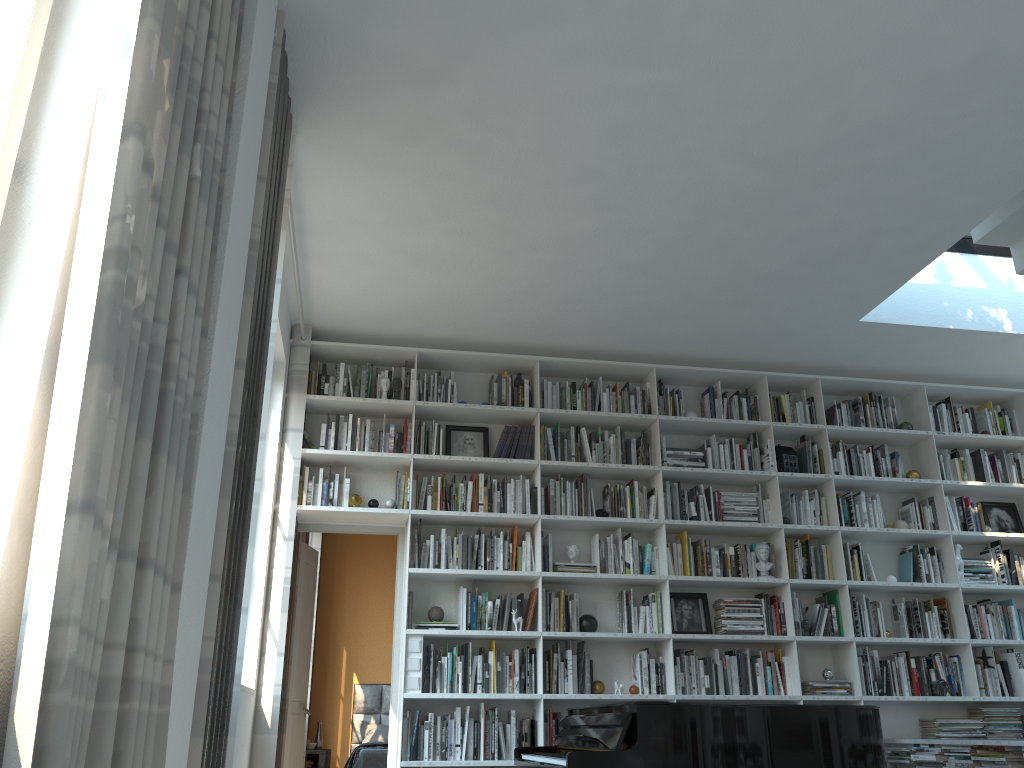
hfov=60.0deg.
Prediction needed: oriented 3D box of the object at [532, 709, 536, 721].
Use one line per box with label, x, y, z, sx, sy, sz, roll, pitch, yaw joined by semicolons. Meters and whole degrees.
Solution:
object;0.132;2.170;5.494;0.017;0.289;0.089;3;-21;-9

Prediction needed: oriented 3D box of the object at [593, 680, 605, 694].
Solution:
object;0.544;1.928;5.625;0.091;0.091;0.091;13;-24;-30

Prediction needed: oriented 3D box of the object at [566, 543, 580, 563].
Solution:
object;0.405;1.131;5.913;0.095;0.156;0.121;-1;-21;4

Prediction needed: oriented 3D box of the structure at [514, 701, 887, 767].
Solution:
structure;1.068;2.052;4.466;1.918;0.829;1.340;4;-22;-9

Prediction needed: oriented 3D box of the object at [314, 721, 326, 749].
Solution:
object;-1.988;3.624;9.149;0.091;0.267;0.091;-15;-25;33

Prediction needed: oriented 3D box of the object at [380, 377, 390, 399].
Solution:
object;-0.852;0.045;5.936;0.067;0.197;0.068;-13;-24;30

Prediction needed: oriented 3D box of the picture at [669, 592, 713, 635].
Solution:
picture;1.182;1.550;5.954;0.300;0.298;0.078;4;-21;-9

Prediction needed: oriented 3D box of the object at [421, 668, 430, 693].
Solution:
object;-0.521;1.789;5.338;0.045;0.146;0.045;-11;-23;27

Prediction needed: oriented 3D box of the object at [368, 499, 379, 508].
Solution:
object;-0.904;0.785;5.784;0.071;0.072;0.072;13;-24;-30

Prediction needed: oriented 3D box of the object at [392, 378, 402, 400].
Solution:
object;-0.772;0.050;5.949;0.067;0.197;0.068;-13;-24;30

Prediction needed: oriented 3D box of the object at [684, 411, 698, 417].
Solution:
object;1.281;0.248;6.365;0.105;0.105;0.105;13;-24;-30

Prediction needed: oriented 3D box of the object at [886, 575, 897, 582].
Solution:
object;2.645;1.370;6.180;0.071;0.072;0.072;-16;-26;36

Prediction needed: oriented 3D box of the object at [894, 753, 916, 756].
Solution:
object;2.604;2.409;5.770;0.135;0.011;0.222;2;-21;-5

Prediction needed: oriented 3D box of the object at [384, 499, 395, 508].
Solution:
object;-0.797;0.784;5.783;0.071;0.072;0.072;13;-24;-30

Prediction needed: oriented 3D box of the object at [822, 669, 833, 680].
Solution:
object;2.070;1.905;5.817;0.071;0.072;0.072;-16;-26;36

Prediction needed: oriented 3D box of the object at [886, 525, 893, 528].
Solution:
object;2.688;1.040;6.338;0.068;0.068;0.068;13;-24;-30

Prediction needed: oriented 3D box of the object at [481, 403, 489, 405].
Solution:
object;-0.187;0.170;6.133;0.083;0.083;0.083;13;-24;-30

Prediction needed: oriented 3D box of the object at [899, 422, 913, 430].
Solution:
object;2.923;0.332;6.582;0.104;0.105;0.104;-16;-26;36

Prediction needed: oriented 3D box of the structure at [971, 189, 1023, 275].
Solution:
structure;3.739;0.476;4.816;2.614;3.368;1.962;4;-21;-9

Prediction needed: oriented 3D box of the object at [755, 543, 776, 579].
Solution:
object;1.693;1.201;5.976;0.137;0.243;0.138;19;-28;-41

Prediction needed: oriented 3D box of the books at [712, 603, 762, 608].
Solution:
books;1.515;1.499;5.980;0.285;0.012;0.160;3;-22;-7

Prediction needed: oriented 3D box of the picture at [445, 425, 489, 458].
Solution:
picture;-0.309;0.427;6.103;0.300;0.298;0.078;4;-21;-9

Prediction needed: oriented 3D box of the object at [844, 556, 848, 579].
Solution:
object;2.294;1.305;6.197;0.013;0.207;0.140;3;-21;-9

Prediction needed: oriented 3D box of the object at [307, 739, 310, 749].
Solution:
object;-2.128;3.697;9.113;0.106;0.103;0.106;1;-21;-2

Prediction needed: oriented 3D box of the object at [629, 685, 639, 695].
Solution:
object;0.772;1.940;5.616;0.061;0.062;0.061;-16;-26;36

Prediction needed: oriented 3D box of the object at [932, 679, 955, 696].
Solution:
object;2.843;2.004;5.848;0.160;0.113;0.065;8;-23;-21

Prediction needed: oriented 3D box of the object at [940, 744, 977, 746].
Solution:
object;2.694;2.134;5.242;0.159;0.007;0.286;5;-22;-12

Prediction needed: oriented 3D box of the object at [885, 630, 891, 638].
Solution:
object;2.554;1.720;6.068;0.071;0.072;0.072;-16;-26;36

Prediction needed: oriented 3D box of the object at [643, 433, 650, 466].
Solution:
object;0.930;0.462;6.112;0.075;0.253;0.075;12;-24;-29

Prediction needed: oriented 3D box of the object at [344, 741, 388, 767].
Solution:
object;-0.891;3.512;8.367;1.481;0.538;1.456;4;-22;-10

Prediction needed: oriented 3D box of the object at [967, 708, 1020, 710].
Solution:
object;3.273;2.209;6.030;0.285;0.005;0.160;2;-21;-5

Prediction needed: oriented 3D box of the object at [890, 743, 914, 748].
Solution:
object;2.609;2.360;5.789;0.131;0.024;0.291;3;-22;-7

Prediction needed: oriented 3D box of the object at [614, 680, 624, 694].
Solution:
object;0.673;1.911;5.583;0.060;0.094;0.078;-3;-21;6

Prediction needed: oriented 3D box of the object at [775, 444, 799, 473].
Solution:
object;1.954;0.553;6.340;0.135;0.247;0.136;7;-22;-18

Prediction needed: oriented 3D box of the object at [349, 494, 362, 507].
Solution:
object;-1.010;0.753;5.724;0.087;0.087;0.087;-16;-26;36

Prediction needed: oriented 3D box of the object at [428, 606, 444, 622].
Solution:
object;-0.480;1.458;5.602;0.105;0.106;0.105;13;-24;-30

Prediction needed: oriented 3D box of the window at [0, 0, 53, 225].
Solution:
window;-17.800;-5.431;9.470;32.805;18.462;18.608;2;-21;-6

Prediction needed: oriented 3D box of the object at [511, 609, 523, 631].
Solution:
object;0.031;1.478;5.538;0.082;0.139;0.044;10;-23;-24

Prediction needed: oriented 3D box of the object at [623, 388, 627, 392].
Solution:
object;0.803;0.168;6.356;0.010;0.245;0.158;3;-21;-9

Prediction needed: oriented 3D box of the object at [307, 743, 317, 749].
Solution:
object;-2.046;3.680;9.009;0.118;0.061;0.119;1;-21;-2

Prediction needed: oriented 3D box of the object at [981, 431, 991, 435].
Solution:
object;3.568;0.387;6.680;0.071;0.072;0.072;-16;-26;36

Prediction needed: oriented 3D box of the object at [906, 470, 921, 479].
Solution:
object;2.922;0.677;6.457;0.101;0.101;0.101;13;-24;-30

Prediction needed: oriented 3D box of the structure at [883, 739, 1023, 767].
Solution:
structure;3.540;2.182;4.546;2.899;0.656;3.125;4;-22;-9

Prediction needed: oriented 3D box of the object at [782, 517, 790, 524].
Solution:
object;1.889;0.957;6.143;0.071;0.072;0.072;-16;-26;36

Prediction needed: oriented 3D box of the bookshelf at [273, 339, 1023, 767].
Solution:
bookshelf;1.603;1.420;5.958;6.297;3.129;0.331;4;-21;-9

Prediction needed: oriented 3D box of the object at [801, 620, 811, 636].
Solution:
object;1.938;1.609;5.840;0.054;0.113;0.079;4;-21;-10

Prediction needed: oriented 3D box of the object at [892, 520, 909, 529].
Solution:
object;2.797;1.036;6.386;0.112;0.112;0.112;13;-24;-30

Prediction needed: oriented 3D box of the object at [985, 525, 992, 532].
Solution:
object;3.450;1.076;6.462;0.091;0.092;0.092;-16;-26;36

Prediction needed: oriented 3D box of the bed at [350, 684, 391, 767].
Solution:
bed;-0.646;3.444;8.493;1.770;1.175;2.183;4;-22;-9

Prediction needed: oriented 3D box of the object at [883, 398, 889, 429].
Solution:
object;2.793;0.270;6.688;0.006;0.296;0.130;3;-21;-9

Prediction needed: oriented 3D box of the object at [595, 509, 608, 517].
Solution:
object;0.602;0.893;5.997;0.097;0.098;0.097;-16;-26;36

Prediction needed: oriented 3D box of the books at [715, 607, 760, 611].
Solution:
books;1.516;1.521;5.970;0.254;0.012;0.161;5;-22;-12

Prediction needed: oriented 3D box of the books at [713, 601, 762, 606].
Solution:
books;1.516;1.485;5.978;0.285;0.012;0.160;5;-22;-14

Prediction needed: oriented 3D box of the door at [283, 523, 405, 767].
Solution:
door;-1.191;1.996;5.889;0.834;1.972;0.789;4;-21;-9

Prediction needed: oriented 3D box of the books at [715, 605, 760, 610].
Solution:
books;1.516;1.508;5.972;0.254;0.012;0.161;5;-22;-13

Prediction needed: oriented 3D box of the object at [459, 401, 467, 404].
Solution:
object;-0.341;0.160;6.108;0.083;0.083;0.083;13;-24;-30

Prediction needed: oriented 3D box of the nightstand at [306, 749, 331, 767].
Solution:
nightstand;-2.174;3.970;8.959;0.650;0.516;0.432;3;-21;-7

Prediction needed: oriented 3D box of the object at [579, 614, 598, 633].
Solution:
object;0.490;1.560;5.743;0.134;0.134;0.134;-16;-26;36

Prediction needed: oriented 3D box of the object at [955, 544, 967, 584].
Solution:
object;3.119;1.260;6.187;0.087;0.287;0.075;-10;-23;23

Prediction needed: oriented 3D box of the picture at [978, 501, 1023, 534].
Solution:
picture;3.661;1.024;6.616;0.300;0.298;0.078;4;-21;-9
